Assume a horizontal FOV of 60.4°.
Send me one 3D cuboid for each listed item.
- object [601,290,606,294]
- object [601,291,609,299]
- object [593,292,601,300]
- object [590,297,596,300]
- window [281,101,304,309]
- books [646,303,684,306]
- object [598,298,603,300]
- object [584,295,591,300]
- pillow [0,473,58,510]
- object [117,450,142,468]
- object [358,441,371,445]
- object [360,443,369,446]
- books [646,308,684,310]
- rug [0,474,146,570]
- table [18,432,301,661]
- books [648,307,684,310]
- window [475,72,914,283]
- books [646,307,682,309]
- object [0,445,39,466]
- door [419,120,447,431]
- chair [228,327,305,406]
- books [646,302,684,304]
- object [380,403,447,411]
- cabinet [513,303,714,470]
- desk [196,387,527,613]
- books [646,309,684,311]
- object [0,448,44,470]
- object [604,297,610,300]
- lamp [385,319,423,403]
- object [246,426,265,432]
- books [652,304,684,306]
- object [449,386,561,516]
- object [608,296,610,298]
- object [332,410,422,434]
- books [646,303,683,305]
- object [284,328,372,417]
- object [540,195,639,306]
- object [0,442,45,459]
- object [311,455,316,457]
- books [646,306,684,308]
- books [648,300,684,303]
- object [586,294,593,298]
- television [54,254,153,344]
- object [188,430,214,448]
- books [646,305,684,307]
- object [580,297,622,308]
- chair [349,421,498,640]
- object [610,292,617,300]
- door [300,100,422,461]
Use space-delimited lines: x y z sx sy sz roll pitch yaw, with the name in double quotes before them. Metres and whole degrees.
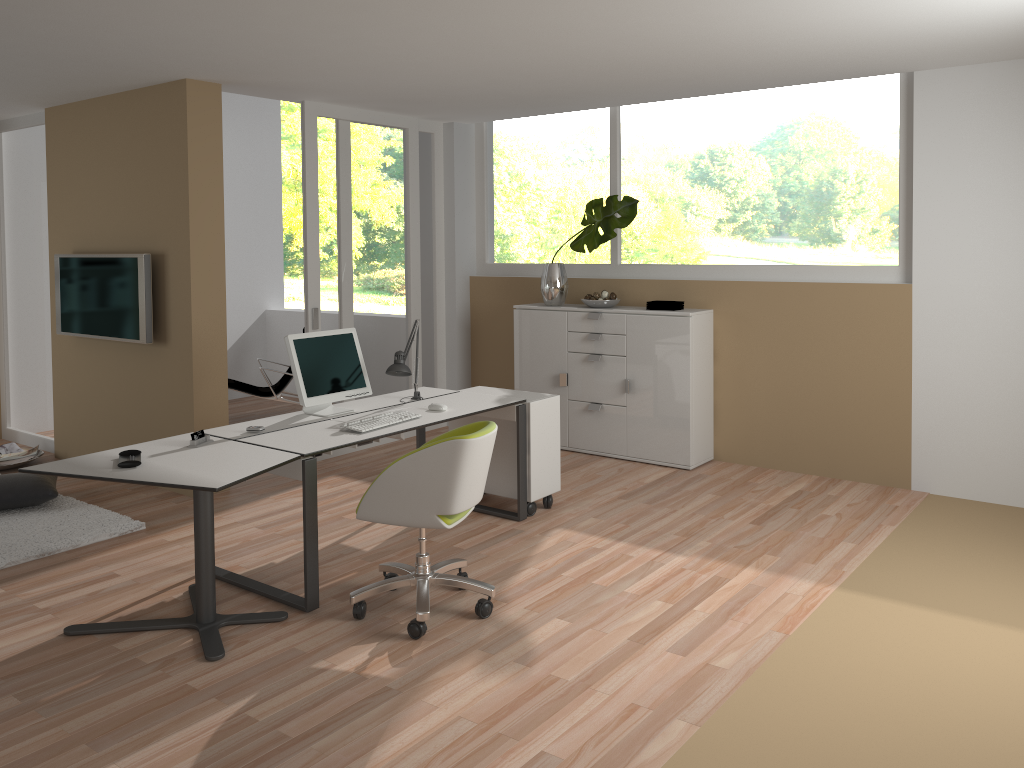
"object" 0.706 -0.684 6.712 0.053 0.070 0.053 4 6 43
"object" 0.697 -0.666 6.606 0.051 0.066 0.056 -3 6 -29
"object" 0.638 -0.662 6.626 0.053 0.063 0.055 1 5 22
"object" 0.609 -0.618 6.593 0.052 0.065 0.056 -5 6 -40
"window" 0.773 -3.137 13.813 12.076 5.926 2.090 2 4 20
"books" 1.108 -0.578 6.362 0.223 0.008 0.158 6 11 37
"object" 0.665 -0.610 6.597 0.055 0.065 0.053 2 5 28
"object" 0.576 -0.641 6.687 0.056 0.061 0.055 -1 5 -9
"pillow" -3.073 0.653 5.299 0.610 0.208 0.586 -5 9 -27
"object" -1.579 0.308 3.636 0.090 0.030 0.218 -4 10 -22
"object" -0.876 0.324 4.974 0.133 0.002 0.120 6 11 37
"object" -0.877 0.333 4.972 0.133 0.002 0.120 6 11 37
"books" 1.107 -0.545 6.361 0.223 0.006 0.158 6 11 37
"rug" -3.267 0.804 4.983 2.031 0.045 1.460 6 11 37
"table" -1.376 0.667 3.633 0.928 0.683 0.816 4 8 34
"books" 1.107 -0.550 6.361 0.223 0.006 0.158 6 11 37
"window" 1.131 -1.686 6.667 3.646 1.786 0.045 5 5 37
"books" 1.106 -0.556 6.362 0.223 0.006 0.158 6 11 35
"object" -3.742 0.535 6.412 0.500 0.096 0.346 -4 9 -23
"door" -0.954 -0.869 7.171 0.045 2.633 1.193 1 4 37
"chair" -2.453 -0.075 7.948 1.434 0.820 0.698 -3 5 -18
"books" 1.108 -0.588 6.357 0.223 0.007 0.158 6 11 37
"object" -0.534 0.145 4.725 0.370 0.079 0.142 2 8 16
"cabinet" 0.720 -0.036 6.641 1.528 1.077 0.418 5 5 37
"desk" -0.718 0.499 4.641 0.807 0.681 1.613 4 9 37
"books" 1.106 -0.539 6.361 0.223 0.007 0.158 6 11 37
"object" -3.734 0.566 6.401 0.585 0.063 0.591 1 9 12
"object" 0.711 -0.616 6.573 0.054 0.063 0.057 1 5 15
"lamp" -0.591 -0.072 4.858 0.140 0.525 0.545 0 6 2
"object" -1.223 0.215 4.198 0.084 0.021 0.048 2 8 16
"books" 1.106 -0.572 6.359 0.223 0.006 0.158 7 11 38
"object" -0.050 0.395 5.328 0.623 0.672 0.310 3 5 37
"object" 0.734 -0.642 6.738 0.054 0.063 0.056 -5 7 -42
"object" -0.744 0.195 4.426 0.388 0.079 0.460 5 10 32
"books" 1.108 -0.583 6.361 0.223 0.008 0.158 6 11 37
"object" -0.974 -0.064 4.674 0.198 0.428 0.469 2 6 37
"object" 0.603 -1.012 6.715 0.860 0.840 0.266 3 4 34
"object" -3.724 0.539 6.460 0.500 0.096 0.345 6 11 37
"object" -1.082 0.323 4.701 0.133 0.113 0.040 4 5 37
"books" 1.108 -0.561 6.360 0.223 0.006 0.158 6 11 37
"books" 1.109 -0.594 6.357 0.223 0.006 0.158 6 11 37
"object" 0.593 -0.656 6.738 0.056 0.064 0.053 1 5 16
"television" -2.788 -0.595 5.971 1.178 0.575 0.054 5 5 37
"object" -1.397 0.243 3.958 0.049 0.055 0.131 1 8 12
"books" 1.107 -0.567 6.360 0.223 0.006 0.158 6 11 37
"object" 0.674 -0.613 6.661 0.314 0.063 0.317 0 9 2
"chair" -0.358 0.576 3.797 0.598 0.805 0.627 0 5 12
"object" 0.754 -0.650 6.562 0.053 0.068 0.053 -5 7 -44
"door" -1.129 -0.816 6.847 0.060 2.633 1.193 1 4 37
